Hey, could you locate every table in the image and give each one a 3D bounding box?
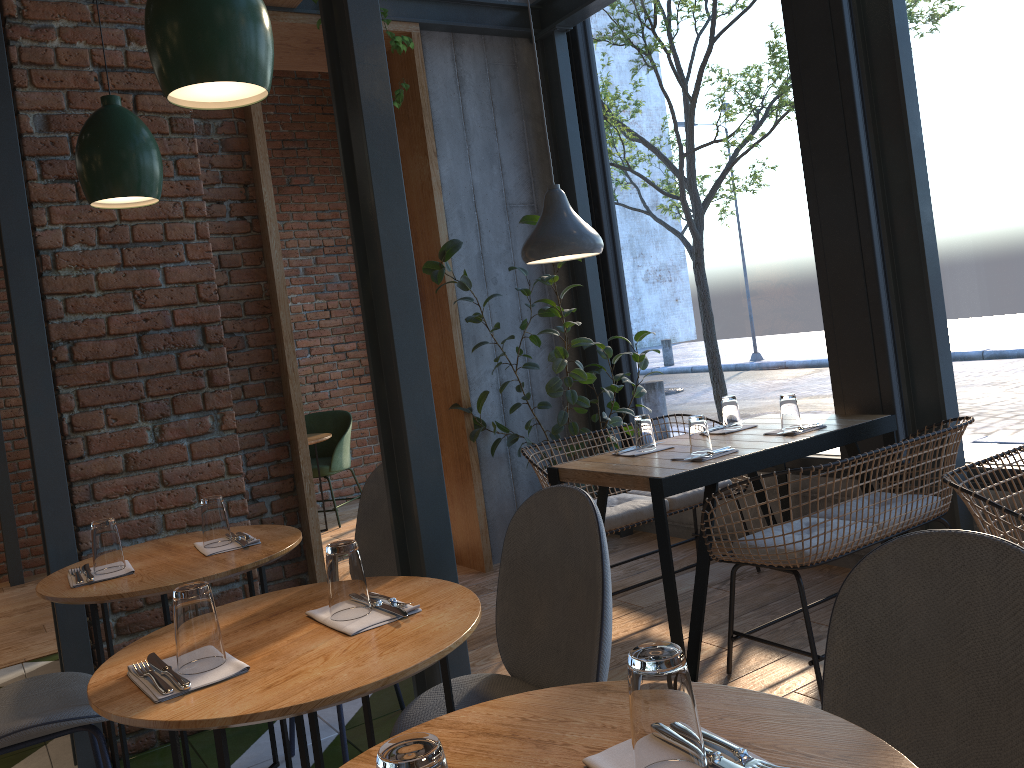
[{"bbox_3d":[0.125,0.814,0.899,0.701,0.746,0.698,-9,2,-22],"label":"table"},{"bbox_3d":[-0.899,0.856,2.501,0.698,0.746,0.701,-7,2,14],"label":"table"},{"bbox_3d":[0.888,0.572,3.510,1.276,0.705,0.657,-10,3,-33],"label":"table"},{"bbox_3d":[-0.354,0.834,1.648,0.698,0.746,0.701,-7,2,10],"label":"table"},{"bbox_3d":[-1.634,0.758,6.256,0.805,0.686,0.810,-6,3,41],"label":"table"}]

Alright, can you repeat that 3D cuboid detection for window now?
[{"bbox_3d":[2.596,-2.420,1.632,0.128,5.594,8.703,-8,2,-32],"label":"window"}]

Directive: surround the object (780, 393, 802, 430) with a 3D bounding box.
[{"bbox_3d":[1.104,0.110,3.522,0.080,0.138,0.080,-7,2,40],"label":"object"}]

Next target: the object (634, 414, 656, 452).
[{"bbox_3d":[0.519,0.191,3.485,0.080,0.138,0.080,-8,1,-16],"label":"object"}]

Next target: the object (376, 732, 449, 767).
[{"bbox_3d":[-0.084,0.395,0.801,0.080,0.138,0.080,-7,2,26],"label":"object"}]

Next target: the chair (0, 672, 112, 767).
[{"bbox_3d":[-1.265,0.849,2.272,0.509,0.887,0.417,-9,1,-31],"label":"chair"}]

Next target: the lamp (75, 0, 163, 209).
[{"bbox_3d":[-1.221,-1.508,2.471,0.224,2.020,0.223,-8,1,-29],"label":"lamp"}]

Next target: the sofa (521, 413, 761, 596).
[{"bbox_3d":[0.579,0.572,3.991,1.095,0.732,0.469,-9,2,-33],"label":"sofa"}]

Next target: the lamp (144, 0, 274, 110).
[{"bbox_3d":[-0.677,-1.530,1.619,0.224,2.020,0.223,-8,1,-29],"label":"lamp"}]

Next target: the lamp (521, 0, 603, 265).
[{"bbox_3d":[-0.085,-2.755,3.739,0.354,4.487,0.352,-8,1,-28],"label":"lamp"}]

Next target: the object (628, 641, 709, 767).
[{"bbox_3d":[0.162,0.353,0.946,0.080,0.138,0.080,-7,2,36],"label":"object"}]

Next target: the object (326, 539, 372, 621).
[{"bbox_3d":[-0.318,0.373,1.696,0.080,0.138,0.080,-8,2,-23],"label":"object"}]

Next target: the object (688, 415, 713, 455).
[{"bbox_3d":[0.683,0.184,3.233,0.080,0.138,0.080,-7,1,17],"label":"object"}]

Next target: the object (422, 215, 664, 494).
[{"bbox_3d":[0.193,0.054,4.667,1.015,1.771,1.067,-7,2,26],"label":"object"}]

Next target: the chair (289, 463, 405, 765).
[{"bbox_3d":[-0.483,0.712,2.774,0.509,0.887,0.417,-9,2,-36],"label":"chair"}]

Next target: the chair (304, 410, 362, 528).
[{"bbox_3d":[-1.480,0.643,6.720,0.637,0.818,0.516,-7,2,16],"label":"chair"}]

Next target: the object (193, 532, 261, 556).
[{"bbox_3d":[-0.820,0.456,2.551,0.158,0.019,0.242,-10,4,-29],"label":"object"}]

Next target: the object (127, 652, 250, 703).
[{"bbox_3d":[-0.562,0.483,1.520,0.158,0.019,0.242,-10,4,-36],"label":"object"}]

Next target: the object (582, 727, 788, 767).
[{"bbox_3d":[0.197,0.415,0.947,0.158,0.019,0.242,-10,4,-27],"label":"object"}]

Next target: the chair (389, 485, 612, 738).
[{"bbox_3d":[-0.006,0.702,1.878,0.509,0.887,0.417,-9,1,-31],"label":"chair"}]

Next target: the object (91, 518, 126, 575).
[{"bbox_3d":[-1.097,0.436,2.397,0.080,0.138,0.080,-8,1,4],"label":"object"}]

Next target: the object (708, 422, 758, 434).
[{"bbox_3d":[0.929,0.185,3.773,0.243,0.019,0.157,-10,4,-32],"label":"object"}]

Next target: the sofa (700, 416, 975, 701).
[{"bbox_3d":[1.186,0.547,3.041,1.095,0.732,0.469,-9,2,-33],"label":"sofa"}]

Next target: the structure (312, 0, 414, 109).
[{"bbox_3d":[-0.766,-1.748,4.128,0.515,0.968,0.662,-9,2,-40],"label":"structure"}]

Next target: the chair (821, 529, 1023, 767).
[{"bbox_3d":[0.504,0.679,1.117,0.509,0.887,0.417,-9,1,-31],"label":"chair"}]

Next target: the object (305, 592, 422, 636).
[{"bbox_3d":[-0.283,0.434,1.701,0.158,0.019,0.242,-10,4,-36],"label":"object"}]

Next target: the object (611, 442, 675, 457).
[{"bbox_3d":[0.527,0.255,3.512,0.243,0.019,0.157,-10,4,-29],"label":"object"}]

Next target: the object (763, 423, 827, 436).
[{"bbox_3d":[1.108,0.178,3.492,0.243,0.019,0.157,-10,4,-33],"label":"object"}]

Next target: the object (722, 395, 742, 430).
[{"bbox_3d":[0.926,0.120,3.749,0.080,0.138,0.080,-7,2,31],"label":"object"}]

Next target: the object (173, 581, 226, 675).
[{"bbox_3d":[-0.540,0.414,1.516,0.080,0.138,0.080,-8,1,7],"label":"object"}]

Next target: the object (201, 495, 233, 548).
[{"bbox_3d":[-0.855,0.394,2.549,0.080,0.138,0.080,-6,2,44],"label":"object"}]

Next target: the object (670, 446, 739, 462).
[{"bbox_3d":[0.688,0.252,3.203,0.243,0.019,0.157,-10,4,-36],"label":"object"}]

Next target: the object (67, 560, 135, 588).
[{"bbox_3d":[-1.118,0.505,2.405,0.158,0.019,0.242,-10,4,-29],"label":"object"}]

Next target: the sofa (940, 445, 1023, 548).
[{"bbox_3d":[1.631,0.529,2.344,1.095,0.732,0.469,-9,2,-33],"label":"sofa"}]
